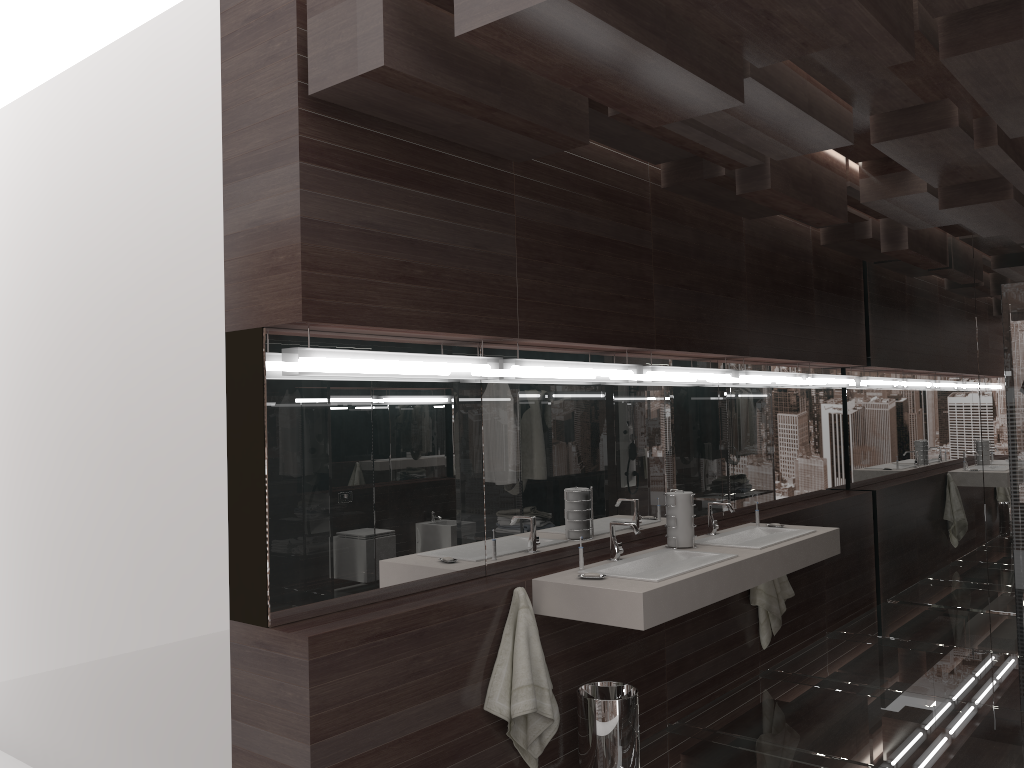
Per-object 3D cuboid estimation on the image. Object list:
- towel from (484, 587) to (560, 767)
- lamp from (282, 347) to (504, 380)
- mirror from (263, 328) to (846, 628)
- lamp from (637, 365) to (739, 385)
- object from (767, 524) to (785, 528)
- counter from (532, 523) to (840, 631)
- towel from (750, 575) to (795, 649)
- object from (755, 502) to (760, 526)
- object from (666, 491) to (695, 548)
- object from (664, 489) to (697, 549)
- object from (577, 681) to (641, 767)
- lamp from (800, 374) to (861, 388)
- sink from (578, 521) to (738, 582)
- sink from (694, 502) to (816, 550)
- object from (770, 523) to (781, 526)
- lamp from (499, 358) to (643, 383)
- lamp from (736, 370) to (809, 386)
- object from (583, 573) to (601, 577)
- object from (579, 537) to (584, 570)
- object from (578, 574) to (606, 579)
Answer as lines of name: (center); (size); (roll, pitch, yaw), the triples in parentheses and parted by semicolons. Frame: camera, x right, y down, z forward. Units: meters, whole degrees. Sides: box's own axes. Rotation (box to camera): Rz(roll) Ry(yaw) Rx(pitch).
towel: (0.075, 1.093, 3.226); (0.156, 0.678, 0.368); (-3, -3, 40)
lamp: (-0.366, -0.063, 3.034); (0.082, 0.082, 0.950); (-3, -3, 39)
mirror: (2.450, 0.220, 3.371); (4.126, 0.916, 5.081); (-3, -3, 39)
lamp: (0.935, -0.042, 4.616); (0.082, 0.082, 0.950); (-3, -3, 39)
object: (1.389, 0.750, 4.675); (0.065, 0.011, 0.108); (0, -2, -29)
counter: (0.887, 0.810, 3.984); (0.488, 0.131, 1.954); (-3, -3, 39)
towel: (1.438, 1.115, 4.884); (0.156, 0.678, 0.368); (-3, -3, 39)
object: (1.303, 0.693, 4.709); (0.022, 0.132, 0.022); (-1, -2, -13)
object: (0.775, 0.623, 4.086); (0.124, 0.246, 0.128); (-2, -2, 21)
object: (0.774, 0.621, 4.093); (0.145, 0.261, 0.136); (-1, -2, -7)
object: (0.373, 1.360, 3.414); (0.237, 0.358, 0.237); (-1, -2, -18)
lamp: (2.235, -0.021, 6.197); (0.082, 0.082, 0.950); (-3, -3, 39)
sink: (0.583, 0.675, 3.654); (0.427, 0.193, 0.681); (-3, -3, 39)
sink: (1.153, 0.684, 4.348); (0.427, 0.193, 0.681); (-3, -3, 39)
object: (1.389, 0.743, 4.674); (0.035, 0.016, 0.066); (0, -2, -31)
lamp: (0.282, -0.052, 3.822); (0.082, 0.082, 0.950); (-3, -3, 39)
lamp: (1.594, -0.031, 5.418); (0.082, 0.082, 0.950); (-3, -3, 39)
object: (0.304, 0.726, 3.367); (0.066, 0.016, 0.035); (-2, -2, 16)
object: (0.278, 0.680, 3.569); (0.022, 0.132, 0.022); (-2, -2, 21)
object: (0.304, 0.733, 3.367); (0.108, 0.011, 0.065); (-2, -2, 18)
